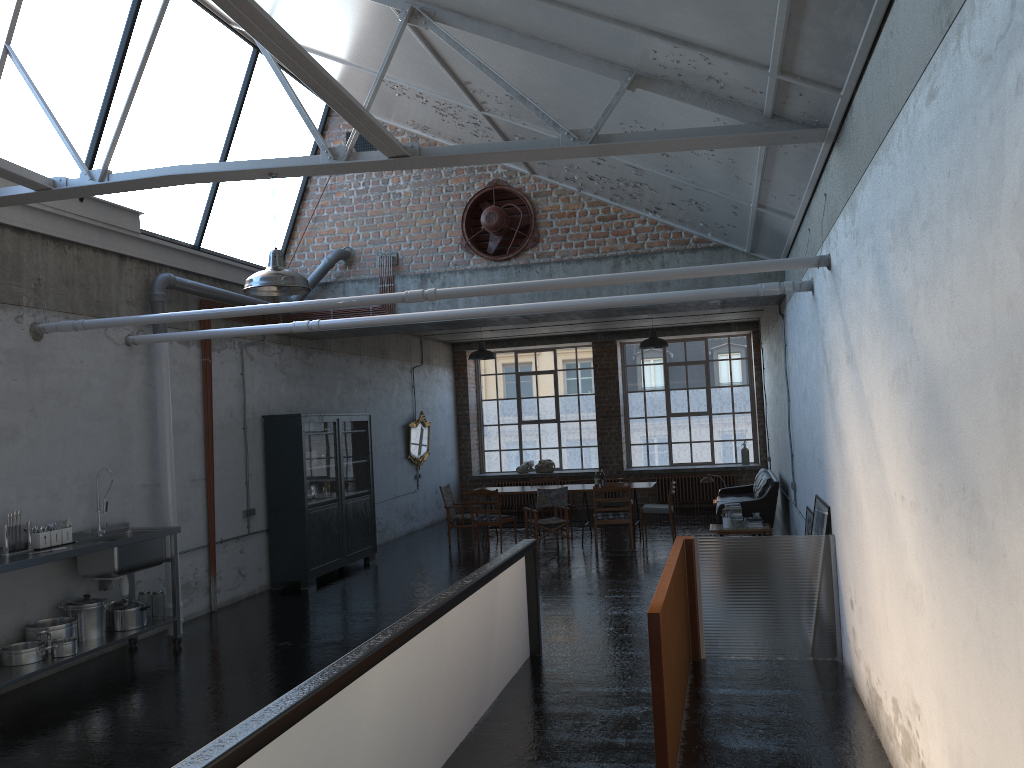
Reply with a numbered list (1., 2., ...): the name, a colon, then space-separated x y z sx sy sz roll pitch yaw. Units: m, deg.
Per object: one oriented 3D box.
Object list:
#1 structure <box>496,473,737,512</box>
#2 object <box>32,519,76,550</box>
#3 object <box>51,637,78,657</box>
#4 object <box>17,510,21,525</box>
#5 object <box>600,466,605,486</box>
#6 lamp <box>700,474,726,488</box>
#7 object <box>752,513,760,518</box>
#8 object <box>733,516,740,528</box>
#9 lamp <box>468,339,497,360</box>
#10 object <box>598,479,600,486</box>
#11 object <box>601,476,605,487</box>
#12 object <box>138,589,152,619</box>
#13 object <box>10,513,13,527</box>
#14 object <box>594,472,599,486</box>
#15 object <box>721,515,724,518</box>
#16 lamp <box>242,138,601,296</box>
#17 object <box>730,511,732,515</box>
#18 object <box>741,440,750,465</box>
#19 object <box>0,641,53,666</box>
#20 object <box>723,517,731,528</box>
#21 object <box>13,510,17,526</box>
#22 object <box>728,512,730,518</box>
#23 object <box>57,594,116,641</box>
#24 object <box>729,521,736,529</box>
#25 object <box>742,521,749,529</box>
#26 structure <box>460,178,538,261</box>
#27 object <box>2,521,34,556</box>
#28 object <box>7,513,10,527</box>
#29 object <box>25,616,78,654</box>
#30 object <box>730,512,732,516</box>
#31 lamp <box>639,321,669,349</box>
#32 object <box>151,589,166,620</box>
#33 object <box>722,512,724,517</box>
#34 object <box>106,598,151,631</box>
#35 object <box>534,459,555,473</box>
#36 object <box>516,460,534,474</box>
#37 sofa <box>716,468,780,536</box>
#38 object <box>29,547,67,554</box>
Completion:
1. structure: 2.223 2.395 19.406 5.349 0.713 0.232 -3 -2 13
2. object: -4.096 1.329 7.880 0.166 0.234 0.454 -4 -2 15
3. object: -3.773 2.221 7.475 0.202 0.115 0.253 -5 -3 40
4. object: -4.191 1.135 7.541 0.022 0.132 0.033 -3 -2 9
5. object: 1.498 1.529 14.689 0.075 0.324 0.075 -5 -3 39
6. lamp: 3.563 1.820 15.572 0.496 0.492 0.220 -3 -2 5
7. object: 3.327 1.793 12.083 0.103 0.068 0.103 -2 -2 -14
8. object: 3.047 1.871 12.027 0.087 0.155 0.087 -2 -2 -14
9. lamp: -0.537 -0.874 15.382 0.502 0.891 0.502 -4 -2 18
10. object: 1.416 1.615 14.784 0.077 0.173 0.077 -3 -2 -1
11. object: 1.500 1.596 14.556 0.051 0.180 0.097 -2 -2 -15
12. object: -3.642 2.185 8.803 0.130 0.285 0.130 -3 -2 -1
13. object: -4.209 1.142 7.461 0.019 0.114 0.027 -3 -2 9
14. object: 1.392 1.576 14.672 0.070 0.235 0.041 -3 -2 13
15. object: 2.909 1.855 12.091 0.137 0.190 0.009 -4 -2 16
16. lamp: -0.345 -1.699 8.592 0.945 2.025 5.320 -4 -3 32
17. object: 2.970 1.824 12.081 0.052 0.185 0.009 -4 -2 15
18. object: 5.054 1.482 19.232 0.172 0.551 0.172 -1 -3 -33
19. object: -4.035 2.227 7.327 0.404 0.124 0.323 -5 -3 40
20. object: 2.928 1.890 12.072 0.110 0.137 0.110 -3 -2 13
21. object: -4.201 1.134 7.499 0.022 0.132 0.033 -3 -2 9
22. object: 2.961 1.844 12.101 0.037 0.204 0.023 -1 -3 -37
23. object: -3.887 2.123 8.113 0.346 0.394 0.392 -5 -3 38
24. object: 2.977 1.899 11.936 0.092 0.099 0.092 -3 -2 -9
25. object: 3.135 1.890 11.899 0.092 0.099 0.092 -3 -2 -9
26. structure: -0.171 -2.172 11.792 1.058 1.096 0.808 -3 -2 13
27. object: -4.187 1.309 7.512 0.067 0.260 0.322 -3 -2 13
28. object: -4.218 1.141 7.427 0.019 0.114 0.027 -3 -2 9
29. object: -4.005 2.190 7.717 0.403 0.231 0.505 -4 -3 25
30. object: 2.967 1.831 12.068 0.062 0.169 0.009 -3 -2 13
31. lamp: 2.325 -1.047 14.698 0.502 0.891 0.502 -4 -2 18
32. object: -3.494 2.176 8.767 0.130 0.285 0.130 -3 -2 -1
33. object: 2.899 1.848 12.109 0.023 0.202 0.046 -1 -3 -40
34. object: -3.668 2.181 8.448 0.367 0.278 0.395 -1 -3 -34
35. object: 0.726 1.865 20.156 0.418 0.305 0.625 -2 -2 -13
36. object: 0.306 1.905 20.321 0.281 0.281 0.575 -5 -3 40
37. sofa: 3.647 1.909 13.790 0.929 1.045 2.610 -3 -2 13
38. object: -3.935 1.415 7.514 0.045 0.022 0.327 -4 -3 33
